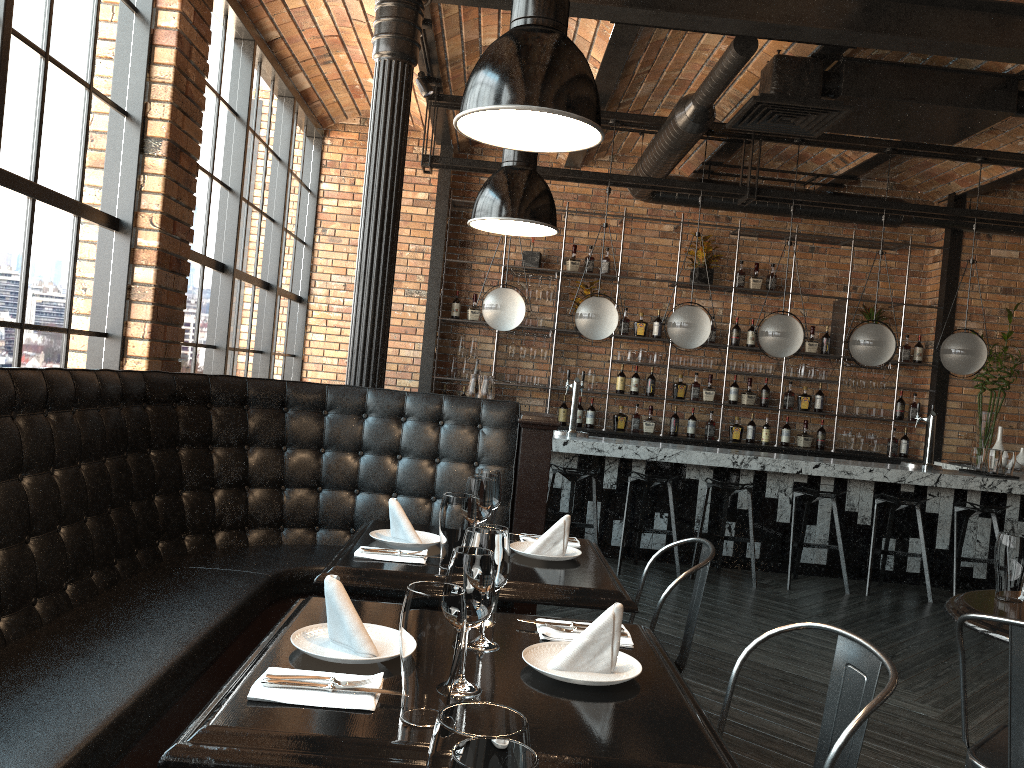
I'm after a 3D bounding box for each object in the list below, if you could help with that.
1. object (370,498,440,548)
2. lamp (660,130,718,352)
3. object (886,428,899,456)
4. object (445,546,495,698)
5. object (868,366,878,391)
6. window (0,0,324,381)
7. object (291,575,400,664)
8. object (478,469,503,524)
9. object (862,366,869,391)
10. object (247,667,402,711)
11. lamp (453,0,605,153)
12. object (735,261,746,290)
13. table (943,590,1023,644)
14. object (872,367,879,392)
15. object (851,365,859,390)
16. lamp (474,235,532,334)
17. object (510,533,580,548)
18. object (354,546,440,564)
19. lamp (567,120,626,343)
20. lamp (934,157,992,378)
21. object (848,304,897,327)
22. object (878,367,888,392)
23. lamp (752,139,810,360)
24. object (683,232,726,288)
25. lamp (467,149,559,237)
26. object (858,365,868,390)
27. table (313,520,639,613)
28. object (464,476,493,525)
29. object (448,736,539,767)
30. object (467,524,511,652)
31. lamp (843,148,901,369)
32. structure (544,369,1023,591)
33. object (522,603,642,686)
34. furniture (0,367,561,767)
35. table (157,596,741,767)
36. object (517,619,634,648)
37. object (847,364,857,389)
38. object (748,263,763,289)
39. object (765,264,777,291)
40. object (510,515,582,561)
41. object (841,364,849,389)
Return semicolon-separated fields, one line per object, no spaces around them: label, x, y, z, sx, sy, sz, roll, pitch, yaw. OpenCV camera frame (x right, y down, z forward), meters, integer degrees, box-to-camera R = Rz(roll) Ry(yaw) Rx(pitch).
object;-0.332;0.441;2.822;0.232;0.139;0.232;5;0;-7
lamp;1.459;-1.128;6.983;0.340;1.754;0.340;6;0;45
object;3.802;0.578;8.849;0.083;0.282;0.083;5;0;-16
object;-0.079;0.412;1.549;0.092;0.244;0.092;6;0;38
object;3.561;-0.053;8.747;0.092;0.244;0.092;6;0;38
window;-1.823;-0.745;0.409;0.168;3.253;16.179;5;0;-2
object;-0.303;0.449;1.709;0.232;0.139;0.232;5;0;-7
object;-0.082;0.405;2.923;0.092;0.244;0.092;5;0;-41
object;3.557;-0.054;8.912;0.092;0.244;0.092;6;0;38
object;-0.302;0.505;1.487;0.255;0.019;0.157;5;0;-1
lamp;0.110;-1.304;1.698;0.291;1.653;0.291;5;0;24
object;2.266;-1.080;8.797;0.083;0.282;0.083;5;0;-1
table;1.714;1.079;2.605;0.866;0.758;0.866;5;0;-38
object;3.660;-0.044;8.915;0.092;0.244;0.092;6;0;38
object;3.458;-0.063;8.909;0.092;0.244;0.092;6;0;38
lamp;0.000;-1.265;6.944;0.340;1.754;0.340;6;0;45
object;0.110;0.536;3.085;0.255;0.019;0.157;5;0;-1
object;-0.330;0.497;2.599;0.255;0.019;0.157;5;0;-1
lamp;0.729;-1.197;6.963;0.340;1.754;0.340;6;0;45
lamp;3.647;-0.923;7.040;0.340;1.754;0.340;6;0;45
object;3.570;-0.520;8.800;0.374;0.560;0.398;5;0;-29
object;3.664;-0.043;8.750;0.092;0.244;0.092;6;0;38
lamp;2.188;-1.060;7.002;0.340;1.754;0.340;6;0;45
object;1.889;-1.238;8.823;0.425;0.526;0.430;5;0;1
lamp;0.081;-1.313;2.800;0.291;1.653;0.291;6;0;44
object;3.463;-0.062;8.744;0.092;0.244;0.092;6;0;38
table;-0.138;0.904;2.802;0.872;0.758;0.872;5;0;-2
object;-0.108;0.404;2.661;0.092;0.244;0.092;5;0;-41
object;-0.025;0.422;0.720;0.092;0.244;0.092;6;0;38
object;-0.053;0.413;1.811;0.092;0.244;0.092;5;0;-41
lamp;2.917;-0.991;7.021;0.340;1.754;0.340;6;0;45
structure;2.107;0.753;7.628;5.346;1.430;1.930;5;0;-2
object;0.139;0.491;1.715;0.232;0.139;0.232;5;0;-5
furniture;-0.758;0.623;1.682;1.979;1.212;5.451;5;0;-2
table;-0.109;0.912;1.699;0.872;0.758;0.872;5;0;-2
object;0.139;0.545;1.973;0.255;0.019;0.157;5;0;-1
object;3.353;-0.072;8.742;0.092;0.244;0.092;6;0;38
object;2.421;-1.063;8.803;0.123;0.279;0.123;5;0;2
object;2.578;-1.051;8.806;0.083;0.282;0.083;5;0;-16
object;0.111;0.482;2.827;0.232;0.139;0.232;5;0;-5
object;3.349;-0.073;8.906;0.092;0.244;0.092;6;0;38
